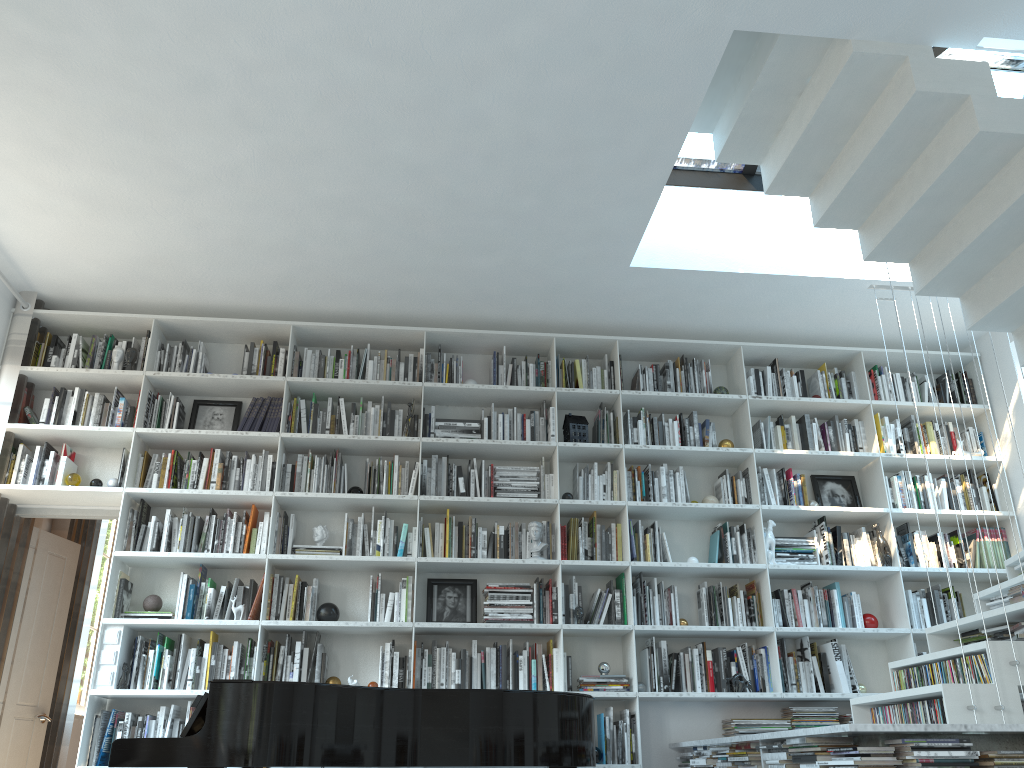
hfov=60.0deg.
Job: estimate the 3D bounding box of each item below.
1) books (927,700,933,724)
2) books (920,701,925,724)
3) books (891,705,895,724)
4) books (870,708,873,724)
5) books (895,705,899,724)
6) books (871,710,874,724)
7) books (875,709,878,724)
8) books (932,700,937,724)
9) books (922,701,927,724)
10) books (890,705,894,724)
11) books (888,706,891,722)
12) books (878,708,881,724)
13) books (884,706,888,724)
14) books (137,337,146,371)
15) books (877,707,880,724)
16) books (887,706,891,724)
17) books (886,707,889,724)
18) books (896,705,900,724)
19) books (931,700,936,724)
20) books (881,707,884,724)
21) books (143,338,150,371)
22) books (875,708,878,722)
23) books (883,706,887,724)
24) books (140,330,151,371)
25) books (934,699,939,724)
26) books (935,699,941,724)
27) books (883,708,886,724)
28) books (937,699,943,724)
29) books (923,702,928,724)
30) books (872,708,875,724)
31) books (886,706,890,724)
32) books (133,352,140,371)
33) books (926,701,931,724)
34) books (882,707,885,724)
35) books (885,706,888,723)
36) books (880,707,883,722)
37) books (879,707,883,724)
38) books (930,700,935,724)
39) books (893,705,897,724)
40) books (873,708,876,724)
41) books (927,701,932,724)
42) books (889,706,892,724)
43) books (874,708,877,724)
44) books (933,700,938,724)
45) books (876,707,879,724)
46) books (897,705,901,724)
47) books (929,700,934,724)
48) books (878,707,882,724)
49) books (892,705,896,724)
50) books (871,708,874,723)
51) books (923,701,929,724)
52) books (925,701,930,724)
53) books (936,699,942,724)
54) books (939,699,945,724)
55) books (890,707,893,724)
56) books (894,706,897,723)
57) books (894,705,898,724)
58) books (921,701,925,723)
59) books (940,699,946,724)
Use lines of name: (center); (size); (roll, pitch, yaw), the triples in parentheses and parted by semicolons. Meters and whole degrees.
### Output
books: (1.895, 1.453, 3.888); (0.125, 0.125, 0.012); (2, -23, -6)
books: (1.888, 1.479, 3.948); (0.125, 0.124, 0.008); (2, -23, -6)
books: (1.860, 1.582, 4.182); (0.125, 0.124, 0.007); (2, -23, -6)
books: (1.837, 1.667, 4.377); (0.125, 0.124, 0.007); (2, -23, -6)
books: (1.864, 1.566, 4.147); (0.125, 0.124, 0.007); (2, -23, -6)
books: (1.838, 1.664, 4.369); (0.125, 0.124, 0.008); (2, -23, -6)
books: (1.842, 1.647, 4.331); (0.125, 0.124, 0.007); (2, -23, -6)
books: (1.899, 1.439, 3.856); (0.125, 0.124, 0.007); (2, -23, -6)
books: (1.889, 1.473, 3.934); (0.125, 0.124, 0.008); (2, -23, -6)
books: (1.859, 1.585, 4.189); (0.125, 0.125, 0.009); (2, -23, -6)
books: (1.856, 1.595, 4.211); (0.125, 0.124, 0.008); (2, -23, -6)
books: (1.845, 1.635, 4.302); (0.125, 0.124, 0.007); (2, -23, -6)
books: (1.852, 1.609, 4.245); (0.125, 0.124, 0.008); (2, -23, -6)
books: (-2.325, -0.129, 5.609); (0.022, 0.285, 0.176); (2, -23, -6)
books: (1.845, 1.638, 4.310); (0.125, 0.125, 0.010); (2, -23, -6)
books: (1.856, 1.597, 4.218); (0.125, 0.124, 0.008); (2, -23, -6)
books: (1.854, 1.603, 4.231); (0.125, 0.124, 0.007); (2, -23, -6)
books: (1.865, 1.563, 4.140); (0.125, 0.124, 0.009); (2, -23, -6)
books: (1.898, 1.442, 3.863); (0.125, 0.124, 0.007); (2, -23, -6)
books: (1.849, 1.622, 4.273); (0.125, 0.124, 0.008); (2, -23, -6)
books: (-2.259, -0.125, 5.576); (0.024, 0.251, 0.236); (2, -23, -6)
books: (1.843, 1.644, 4.325); (0.125, 0.124, 0.008); (2, -23, -6)
books: (1.851, 1.613, 4.253); (0.125, 0.124, 0.008); (2, -23, -6)
books: (-2.306, -0.153, 5.617); (0.014, 0.336, 0.168); (2, -23, -6)
books: (1.900, 1.433, 3.842); (0.125, 0.124, 0.008); (2, -23, -6)
books: (1.901, 1.429, 3.833); (0.125, 0.125, 0.010); (2, -23, -6)
books: (1.851, 1.616, 4.260); (0.125, 0.124, 0.008); (2, -23, -6)
books: (1.903, 1.421, 3.816); (0.125, 0.124, 0.008); (2, -23, -6)
books: (1.890, 1.469, 3.925); (0.125, 0.125, 0.011); (2, -23, -6)
books: (1.839, 1.657, 4.354); (0.125, 0.125, 0.010); (2, -23, -6)
books: (1.855, 1.600, 4.224); (0.125, 0.124, 0.007); (2, -23, -6)
books: (-2.350, -0.083, 5.587); (0.028, 0.184, 0.168); (2, -23, -6)
books: (1.893, 1.460, 3.903); (0.125, 0.124, 0.008); (2, -23, -6)
books: (1.850, 1.619, 4.267); (0.125, 0.124, 0.008); (2, -23, -6)
books: (1.853, 1.606, 4.238); (0.125, 0.124, 0.007); (2, -23, -6)
books: (1.848, 1.625, 4.280); (0.125, 0.124, 0.007); (2, -23, -6)
books: (1.847, 1.628, 4.288); (0.125, 0.125, 0.009); (2, -23, -6)
books: (1.897, 1.445, 3.870); (0.125, 0.124, 0.007); (2, -23, -6)
books: (1.861, 1.576, 4.168); (0.125, 0.124, 0.008); (2, -23, -6)
books: (1.840, 1.654, 4.346); (0.125, 0.124, 0.009); (2, -23, -6)
books: (1.894, 1.456, 3.896); (0.125, 0.125, 0.010); (2, -23, -6)
books: (1.857, 1.591, 4.204); (0.125, 0.124, 0.007); (2, -23, -6)
books: (1.841, 1.650, 4.338); (0.125, 0.124, 0.007); (2, -23, -6)
books: (1.899, 1.436, 3.849); (0.125, 0.124, 0.008); (2, -23, -6)
books: (1.844, 1.641, 4.318); (0.125, 0.124, 0.008); (2, -23, -6)
books: (1.866, 1.560, 4.132); (0.125, 0.124, 0.008); (2, -23, -6)
books: (1.896, 1.448, 3.878); (0.125, 0.124, 0.008); (2, -23, -6)
books: (1.846, 1.631, 4.295); (0.125, 0.124, 0.009); (2, -23, -6)
books: (1.861, 1.579, 4.175); (0.125, 0.124, 0.007); (2, -23, -6)
books: (1.838, 1.661, 4.363); (0.125, 0.124, 0.008); (2, -23, -6)
books: (1.891, 1.466, 3.918); (0.125, 0.125, 0.011); (2, -23, -6)
books: (1.892, 1.463, 3.910); (0.125, 0.124, 0.008); (2, -23, -6)
books: (1.902, 1.425, 3.824); (0.125, 0.125, 0.010); (2, -23, -6)
books: (1.904, 1.417, 3.807); (0.125, 0.125, 0.012); (2, -23, -6)
books: (1.858, 1.588, 4.197); (0.125, 0.124, 0.008); (2, -23, -6)
books: (1.862, 1.572, 4.161); (0.125, 0.124, 0.009); (2, -23, -6)
books: (1.863, 1.570, 4.154); (0.125, 0.124, 0.008); (2, -23, -6)
books: (1.888, 1.476, 3.941); (0.125, 0.124, 0.007); (2, -23, -6)
books: (1.906, 1.413, 3.796); (0.125, 0.125, 0.011); (2, -23, -6)
